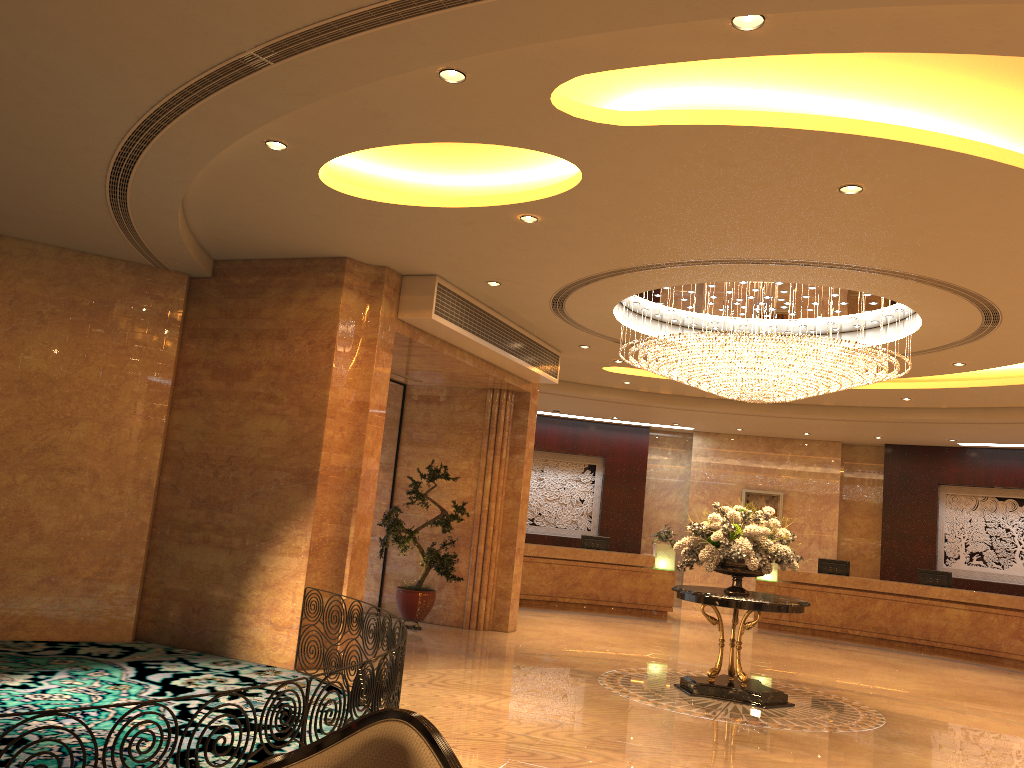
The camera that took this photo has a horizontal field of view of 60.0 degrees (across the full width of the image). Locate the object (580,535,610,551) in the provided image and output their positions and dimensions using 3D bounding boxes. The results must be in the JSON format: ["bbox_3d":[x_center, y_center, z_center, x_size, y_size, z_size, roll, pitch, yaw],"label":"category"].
[{"bbox_3d":[1.543,3.365,18.266,0.918,0.500,0.397,5,-8,5],"label":"object"}]

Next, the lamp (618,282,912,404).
[{"bbox_3d":[2.847,-0.381,10.203,3.204,1.196,3.206,10,-10,-30],"label":"lamp"}]

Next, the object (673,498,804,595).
[{"bbox_3d":[2.568,1.832,9.934,1.318,0.999,1.277,12,-10,-36],"label":"object"}]

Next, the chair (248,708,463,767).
[{"bbox_3d":[-0.581,1.663,3.063,0.951,0.916,0.769,3,-9,18],"label":"chair"}]

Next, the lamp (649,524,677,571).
[{"bbox_3d":[3.081,3.295,17.998,0.570,0.923,0.580,3,-9,20],"label":"lamp"}]

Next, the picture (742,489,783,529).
[{"bbox_3d":[5.527,2.812,19.628,0.875,0.890,0.068,4,-9,14],"label":"picture"}]

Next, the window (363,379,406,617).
[{"bbox_3d":[-2.510,1.468,12.053,0.047,3.571,3.515,2,-9,23],"label":"window"}]

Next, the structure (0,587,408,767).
[{"bbox_3d":[-3.092,1.791,4.624,3.815,0.995,7.624,-2,-11,41],"label":"structure"}]

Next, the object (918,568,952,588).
[{"bbox_3d":[7.955,3.758,16.696,0.430,0.500,0.531,8,-9,-16],"label":"object"}]

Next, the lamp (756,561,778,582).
[{"bbox_3d":[5.098,3.450,17.681,0.577,0.925,0.542,2,-9,25],"label":"lamp"}]

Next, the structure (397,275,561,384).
[{"bbox_3d":[-0.258,-0.597,11.500,0.425,0.483,4.113,2,-9,23],"label":"structure"}]

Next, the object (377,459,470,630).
[{"bbox_3d":[-1.254,2.233,12.426,1.250,2.363,0.843,5,-8,4],"label":"object"}]

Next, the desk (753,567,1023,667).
[{"bbox_3d":[9.287,4.064,13.579,3.466,1.155,12.951,11,-10,-32],"label":"desk"}]

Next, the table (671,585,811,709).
[{"bbox_3d":[2.472,2.855,9.748,1.493,1.089,1.493,3,-9,16],"label":"table"}]

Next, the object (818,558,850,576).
[{"bbox_3d":[6.377,3.732,17.587,0.430,0.500,0.531,10,-10,-29],"label":"object"}]

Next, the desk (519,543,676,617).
[{"bbox_3d":[0.824,3.854,17.887,5.227,1.155,1.570,8,-8,-12],"label":"desk"}]
